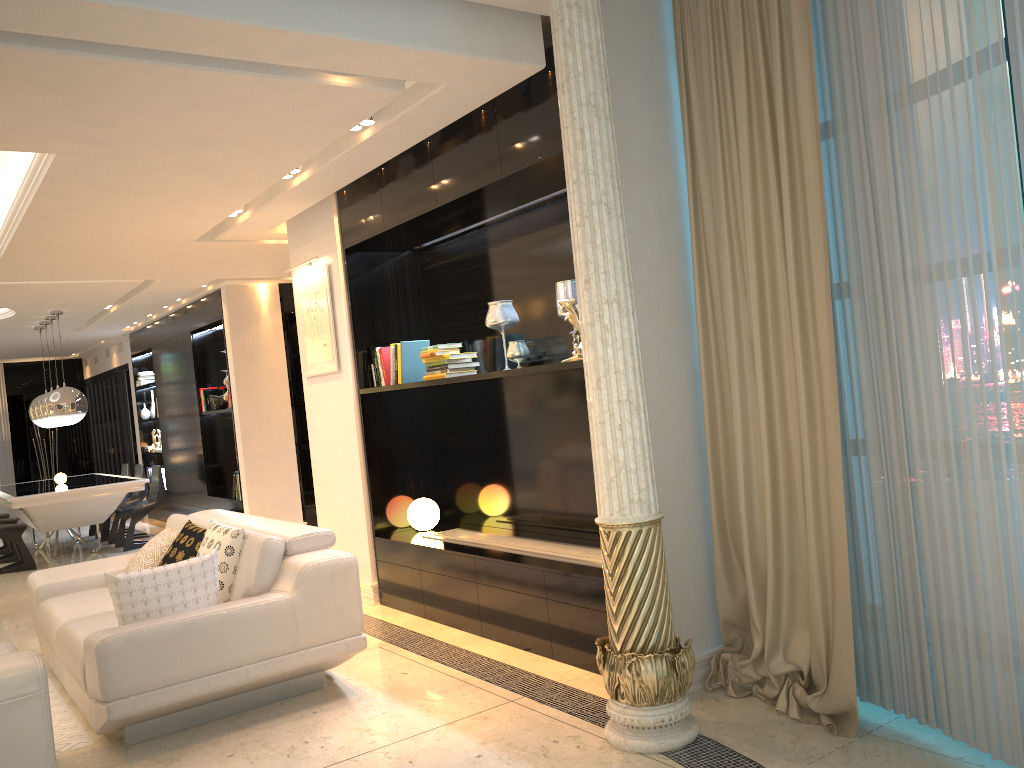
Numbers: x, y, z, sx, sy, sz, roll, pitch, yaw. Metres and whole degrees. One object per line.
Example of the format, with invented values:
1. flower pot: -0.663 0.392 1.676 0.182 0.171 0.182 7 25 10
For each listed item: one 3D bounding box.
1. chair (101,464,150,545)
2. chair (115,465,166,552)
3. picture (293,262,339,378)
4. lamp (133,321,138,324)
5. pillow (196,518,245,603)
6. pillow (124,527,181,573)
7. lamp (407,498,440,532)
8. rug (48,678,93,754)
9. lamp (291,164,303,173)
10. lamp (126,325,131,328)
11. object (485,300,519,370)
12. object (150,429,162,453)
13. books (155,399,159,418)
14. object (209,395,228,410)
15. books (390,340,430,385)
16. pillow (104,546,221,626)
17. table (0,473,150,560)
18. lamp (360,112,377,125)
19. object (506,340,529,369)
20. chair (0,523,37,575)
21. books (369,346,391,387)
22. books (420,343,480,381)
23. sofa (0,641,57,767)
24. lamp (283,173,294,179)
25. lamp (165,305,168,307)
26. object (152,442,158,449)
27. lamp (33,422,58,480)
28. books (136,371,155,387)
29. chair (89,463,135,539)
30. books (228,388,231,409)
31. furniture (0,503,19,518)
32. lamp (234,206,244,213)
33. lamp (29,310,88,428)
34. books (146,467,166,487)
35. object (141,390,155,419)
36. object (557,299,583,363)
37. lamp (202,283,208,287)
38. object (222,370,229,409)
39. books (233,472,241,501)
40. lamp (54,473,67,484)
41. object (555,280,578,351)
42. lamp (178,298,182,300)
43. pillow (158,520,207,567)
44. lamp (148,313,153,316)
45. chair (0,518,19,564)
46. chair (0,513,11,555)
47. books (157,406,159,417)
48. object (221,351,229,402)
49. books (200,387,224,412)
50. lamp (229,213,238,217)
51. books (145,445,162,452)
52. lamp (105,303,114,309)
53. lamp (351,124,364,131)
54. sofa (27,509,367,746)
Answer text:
1. chair: -4.581 1.403 10.445 0.496 0.858 0.523 -6 0 -35
2. chair: -4.099 1.351 9.747 0.496 0.858 0.523 -6 0 -35
3. picture: -1.352 -0.428 6.122 0.027 0.729 0.610 -6 0 -35
4. lamp: -4.992 -0.860 11.703 0.107 0.127 0.107 -6 0 36
5. pillow: -1.510 0.899 4.403 0.255 0.399 0.526 -6 0 -35
6. pillow: -2.067 1.008 5.124 0.351 0.329 0.521 -6 0 -35
7. lamp: -0.576 0.849 5.774 0.212 0.214 0.213 -6 0 5
8. rug: -3.413 1.695 3.606 2.900 0.020 1.661 -6 0 -35
9. lamp: -1.250 -1.267 5.052 0.107 0.127 0.107 -6 0 36
10. lamp: -5.246 -0.832 12.071 0.107 0.127 0.107 -6 0 36
11. object: -0.044 -0.257 4.823 0.181 0.381 0.181 -6 0 -41
12. object: -4.872 0.777 12.177 0.177 0.311 0.177 -6 0 -35
13. books: -4.718 0.322 11.973 0.207 0.256 0.245 -6 0 -36
14. object: -3.212 0.203 9.747 0.193 0.177 0.375 -6 0 -34
15. books: -0.643 -0.132 5.558 0.212 0.261 0.210 -6 0 -35
16. pillow: -1.551 0.931 4.020 0.521 0.325 0.281 -6 0 -25
17. table: -5.058 1.502 9.986 1.293 0.759 3.031 -6 0 -35
18. lamp: -0.705 -1.313 4.274 0.107 0.127 0.107 -6 0 36
19. object: 0.032 -0.151 4.709 0.119 0.154 0.119 -6 0 -25
20. chair: -5.111 1.457 8.890 0.496 0.858 0.523 -6 0 -35
21. books: -0.778 -0.121 5.746 0.208 0.270 0.240 -6 0 -35
22. books: -0.369 -0.132 5.207 0.260 0.197 0.296 -6 0 -32
23. sofa: -2.647 1.238 2.493 2.328 0.754 1.145 -6 0 -35
24. lamp: -1.319 -1.259 5.152 0.107 0.127 0.107 -6 0 -24
25. lamp: -4.069 -0.959 10.367 0.107 0.127 0.107 -6 0 36
26. object: -4.941 0.874 12.325 0.125 0.125 0.125 -6 0 5
27. lamp: -8.016 1.301 15.308 0.418 1.801 0.200 -6 0 -35
28. books: -5.160 -0.073 12.514 0.259 0.188 0.302 -6 0 -28
29. chair: -5.038 1.453 11.107 0.496 0.858 0.523 -6 0 -35
30. books: -2.856 0.131 9.256 0.189 0.238 0.290 -6 0 -36
31. furniture: -8.467 2.072 14.642 0.735 0.357 0.735 -6 0 27
32. lamp: -1.838 -1.203 5.903 0.107 0.127 0.107 -6 0 -24
33. lamp: -5.196 -0.125 10.043 0.408 1.226 1.827 -6 0 -35
34. books: -5.044 1.307 12.563 0.210 0.270 0.236 -6 0 -35
35. object: -5.132 0.297 12.493 0.210 0.395 0.180 -6 0 -32
36. object: 0.285 -0.249 4.086 0.116 0.293 0.182 -6 0 -38
37. lamp: -3.160 -1.058 9.053 0.107 0.127 0.107 -6 0 36
38. object: -3.054 0.060 9.544 0.121 0.416 0.121 -6 0 -40
39. books: -2.787 1.050 9.272 0.222 0.296 0.345 -6 0 -35
40. lamp: -5.046 1.056 9.915 0.125 0.125 0.125 -6 0 16
41. object: 0.315 -0.305 4.478 0.156 0.426 0.156 -6 0 -30
42. lamp: -3.730 -0.996 9.877 0.107 0.127 0.107 -6 0 36
43. pillow: -1.803 0.945 4.754 0.323 0.355 0.524 -6 0 -34
44. lamp: -4.530 -0.909 11.035 0.107 0.127 0.107 -6 0 36
45. chair: -5.603 1.510 9.602 0.496 0.858 0.523 -6 0 -35
46. chair: -6.085 1.562 10.299 0.496 0.858 0.523 -6 0 -35
47. books: -4.600 0.306 11.802 0.212 0.261 0.252 -6 0 -35
48. object: -3.000 -0.044 9.405 0.121 0.612 0.121 -6 0 -40
49. books: -3.380 0.172 10.013 0.210 0.270 0.236 -6 0 -35
50. lamp: -1.904 -1.196 5.998 0.107 0.127 0.107 -6 0 -24
51. books: -5.044 0.911 12.510 0.209 0.073 0.266 -6 0 -31
52. lamp: -4.523 -0.912 9.898 0.107 0.127 0.271 -6 0 -35
53. lamp: -0.784 -1.317 4.377 0.107 0.127 0.107 -6 0 36
54. sofa: -1.784 1.150 4.677 1.145 0.754 2.328 -6 0 -35
